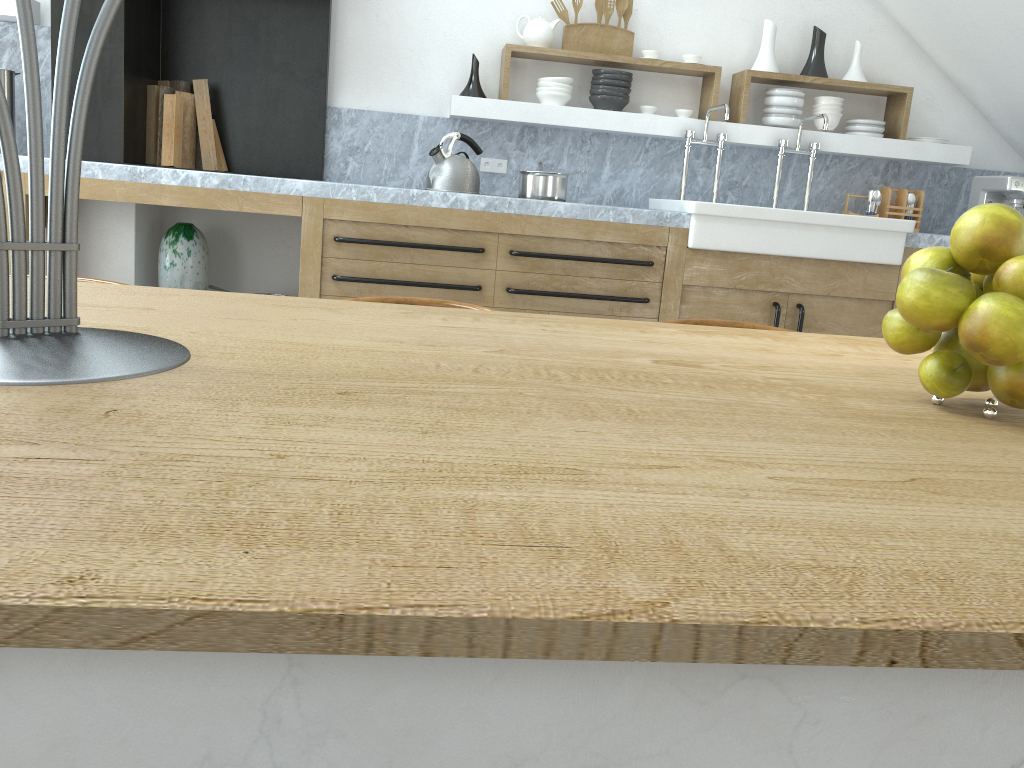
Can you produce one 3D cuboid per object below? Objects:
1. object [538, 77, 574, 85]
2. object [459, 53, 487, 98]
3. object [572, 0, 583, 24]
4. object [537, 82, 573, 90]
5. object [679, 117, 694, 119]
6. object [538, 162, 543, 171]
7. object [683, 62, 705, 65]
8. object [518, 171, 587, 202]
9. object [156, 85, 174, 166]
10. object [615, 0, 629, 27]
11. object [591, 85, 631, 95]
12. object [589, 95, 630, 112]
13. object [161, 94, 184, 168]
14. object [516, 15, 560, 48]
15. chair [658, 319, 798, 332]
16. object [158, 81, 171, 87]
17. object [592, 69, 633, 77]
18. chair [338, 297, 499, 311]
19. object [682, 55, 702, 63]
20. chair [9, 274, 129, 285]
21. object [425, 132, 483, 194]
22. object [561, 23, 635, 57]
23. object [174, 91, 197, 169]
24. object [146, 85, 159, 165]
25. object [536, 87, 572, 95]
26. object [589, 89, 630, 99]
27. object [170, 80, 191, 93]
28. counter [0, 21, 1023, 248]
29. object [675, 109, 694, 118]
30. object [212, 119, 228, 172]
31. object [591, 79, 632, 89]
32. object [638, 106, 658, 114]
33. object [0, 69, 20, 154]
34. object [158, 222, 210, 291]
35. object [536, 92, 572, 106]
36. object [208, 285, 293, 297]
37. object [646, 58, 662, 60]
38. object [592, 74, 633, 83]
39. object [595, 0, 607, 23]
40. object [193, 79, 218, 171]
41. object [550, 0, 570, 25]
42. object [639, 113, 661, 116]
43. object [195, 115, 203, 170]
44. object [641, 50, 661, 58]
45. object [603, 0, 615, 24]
[{"bbox_3d":[0.217,-1.495,4.437,0.181,0.075,0.181,12,14,30],"label":"object"},{"bbox_3d":[-0.186,-1.528,4.406,0.156,0.217,0.157,0,12,-25],"label":"object"},{"bbox_3d":[0.319,-1.812,4.435,0.055,0.297,0.028,4,11,-7],"label":"object"},{"bbox_3d":[0.213,-1.467,4.442,0.181,0.068,0.182,7,12,10],"label":"object"},{"bbox_3d":[0.882,-1.358,4.560,0.164,0.012,0.164,7,12,10],"label":"object"},{"bbox_3d":[0.132,-0.940,4.067,0.051,0.166,0.237,3,12,-12],"label":"object"},{"bbox_3d":[0.912,-1.619,4.513,0.164,0.012,0.164,7,12,10],"label":"object"},{"bbox_3d":[0.212,-0.902,4.049,0.394,0.169,0.233,-1,13,-27],"label":"object"},{"bbox_3d":[-1.608,-1.185,4.099,0.068,0.365,0.132,6,11,7],"label":"object"},{"bbox_3d":[0.536,-1.793,4.445,0.067,0.296,0.039,4,11,-7],"label":"object"},{"bbox_3d":[0.496,-1.461,4.469,0.206,0.086,0.206,13,14,35],"label":"object"},{"bbox_3d":[0.488,-1.410,4.484,0.205,0.072,0.207,1,13,-19],"label":"object"},{"bbox_3d":[-1.545,-1.148,4.035,0.081,0.334,0.149,2,11,-17],"label":"object"},{"bbox_3d":[0.126,-1.746,4.407,0.168,0.168,0.175,0,12,-23],"label":"object"},{"bbox_3d":[0.501,0.270,1.881,0.527,0.731,0.625,3,11,-10],"label":"chair"},{"bbox_3d":[-1.672,-1.237,4.263,0.068,0.423,0.089,6,11,7],"label":"object"},{"bbox_3d":[0.503,-1.537,4.466,0.205,0.079,0.206,4,12,-5],"label":"object"},{"bbox_3d":[-0.216,0.224,1.803,0.527,0.731,0.625,4,11,-4],"label":"chair"},{"bbox_3d":[0.914,-1.642,4.508,0.098,0.048,0.099,3,12,-9],"label":"object"},{"bbox_3d":[-0.931,0.194,1.656,0.527,0.731,0.625,3,11,-10],"label":"chair"},{"bbox_3d":[-0.257,-0.993,3.974,0.246,0.266,0.247,6,11,3],"label":"object"},{"bbox_3d":[0.431,-1.725,4.454,0.353,0.157,0.085,4,11,-7],"label":"object"},{"bbox_3d":[-1.542,-1.178,4.153,0.072,0.364,0.131,7,11,11],"label":"object"},{"bbox_3d":[-1.666,-1.197,4.104,0.057,0.357,0.075,6,11,7],"label":"object"},{"bbox_3d":[0.209,-1.445,4.446,0.181,0.065,0.182,12,14,30],"label":"object"},{"bbox_3d":[0.490,-1.436,4.479,0.206,0.086,0.206,12,14,30],"label":"object"},{"bbox_3d":[-1.601,-1.219,4.266,0.089,0.456,0.111,4,11,-7],"label":"object"},{"bbox_3d":[0.182,-1.109,4.153,6.573,0.616,0.967,3,12,-7],"label":"counter"},{"bbox_3d":[0.884,-1.381,4.556,0.098,0.048,0.099,3,12,-9],"label":"object"},{"bbox_3d":[-1.432,-1.150,4.281,0.113,0.250,0.057,4,11,-4],"label":"object"},{"bbox_3d":[0.497,-1.484,4.470,0.205,0.072,0.207,1,13,-19],"label":"object"},{"bbox_3d":[0.694,-1.392,4.533,0.098,0.048,0.099,3,12,-9],"label":"object"},{"bbox_3d":[-2.143,-1.133,3.686,0.164,0.337,0.115,4,11,-4],"label":"object"},{"bbox_3d":[-1.564,-0.517,4.227,0.231,0.496,0.231,12,13,33],"label":"object"},{"bbox_3d":[0.207,-1.423,4.450,0.181,0.063,0.182,8,12,15],"label":"object"},{"bbox_3d":[-1.276,-0.379,4.451,0.456,0.196,0.269,11,13,27],"label":"object"},{"bbox_3d":[0.700,-1.632,4.487,0.164,0.012,0.164,7,12,10],"label":"object"},{"bbox_3d":[0.502,-1.509,4.469,0.205,0.083,0.206,9,13,20],"label":"object"},{"bbox_3d":[0.438,-1.804,4.449,0.061,0.298,0.040,3,11,-9],"label":"object"},{"bbox_3d":[-1.438,-1.219,4.186,0.148,0.425,0.079,11,12,28],"label":"object"},{"bbox_3d":[0.282,-1.796,4.432,0.199,0.257,0.016,6,11,3],"label":"object"},{"bbox_3d":[0.692,-1.370,4.537,0.164,0.012,0.164,7,12,10],"label":"object"},{"bbox_3d":[-1.514,-1.168,4.288,0.105,0.294,0.111,-2,13,-32],"label":"object"},{"bbox_3d":[0.702,-1.655,4.482,0.098,0.048,0.099,3,12,-9],"label":"object"},{"bbox_3d":[0.474,-1.797,4.434,0.057,0.297,0.019,4,11,-7],"label":"object"}]
